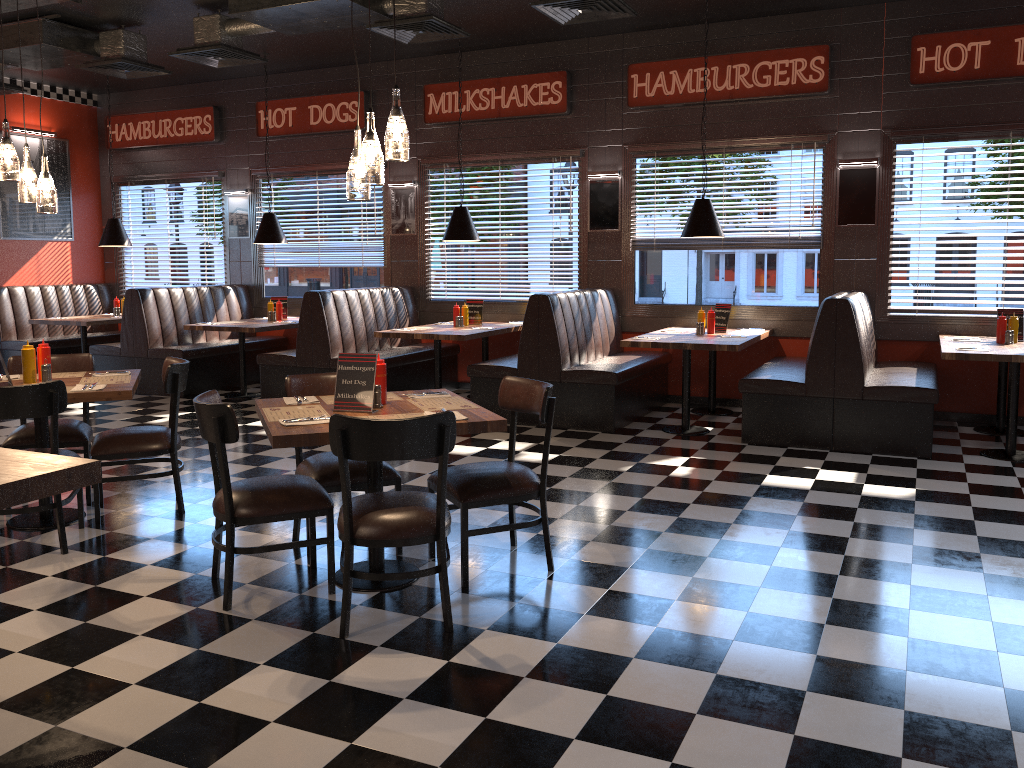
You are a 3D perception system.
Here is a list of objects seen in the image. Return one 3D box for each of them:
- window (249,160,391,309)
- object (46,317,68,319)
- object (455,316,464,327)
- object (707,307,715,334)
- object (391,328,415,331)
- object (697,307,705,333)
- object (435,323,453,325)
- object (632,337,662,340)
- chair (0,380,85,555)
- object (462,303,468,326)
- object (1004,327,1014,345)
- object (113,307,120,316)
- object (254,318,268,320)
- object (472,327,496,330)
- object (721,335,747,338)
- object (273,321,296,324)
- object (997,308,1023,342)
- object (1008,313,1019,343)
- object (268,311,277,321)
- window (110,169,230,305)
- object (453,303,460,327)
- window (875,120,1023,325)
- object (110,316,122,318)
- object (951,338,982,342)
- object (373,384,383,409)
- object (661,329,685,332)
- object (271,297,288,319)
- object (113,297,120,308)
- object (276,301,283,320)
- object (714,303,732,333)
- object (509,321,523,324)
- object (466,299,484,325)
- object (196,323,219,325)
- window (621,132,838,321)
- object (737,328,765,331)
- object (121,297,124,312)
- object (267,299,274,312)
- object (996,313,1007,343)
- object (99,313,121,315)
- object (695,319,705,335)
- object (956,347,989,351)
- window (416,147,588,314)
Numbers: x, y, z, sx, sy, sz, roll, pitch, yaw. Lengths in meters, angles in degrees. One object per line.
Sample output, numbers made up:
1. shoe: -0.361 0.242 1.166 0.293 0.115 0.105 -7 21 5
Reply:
1. window: -2.278 -1.751 10.572 2.028 1.707 0.128 3 6 25
2. object: -5.341 -0.779 10.429 0.255 0.019 0.158 4 9 25
3. object: -0.523 -0.634 8.814 0.094 0.135 0.047 -6 8 -40
4. object: 1.770 -0.565 7.872 0.068 0.237 0.068 1 6 12
5. object: -1.016 -0.520 8.441 0.255 0.019 0.158 4 9 26
6. object: 1.694 -0.572 7.927 0.068 0.237 0.068 1 6 12
7. object: -0.661 -0.626 9.175 0.255 0.019 0.158 3 9 21
8. object: 1.139 -0.383 7.392 0.255 0.019 0.158 5 9 31
9. chair: -2.471 0.397 4.479 0.486 0.863 0.547 -2 7 -17
10. object: -0.475 -0.704 8.939 0.068 0.237 0.068 -5 8 -41
11. object: 3.816 -0.371 6.796 0.094 0.135 0.047 -6 8 -40
12. object: -4.826 -0.895 10.816 0.047 0.135 0.094 2 7 25
13. object: -2.833 -0.748 10.120 0.255 0.019 0.158 3 9 24
14. object: -0.291 -0.543 8.576 0.255 0.019 0.158 3 9 24
15. object: 1.868 -0.408 7.545 0.255 0.019 0.158 3 9 21
16. object: -2.465 -0.665 9.519 0.255 0.019 0.158 3 9 21
17. object: 3.973 -0.471 7.063 0.188 0.256 0.072 2 6 20
18. object: 3.900 -0.437 6.893 0.068 0.237 0.068 2 6 23
19. object: -2.657 -0.763 9.807 0.093 0.135 0.047 -1 6 -5
20. window: -4.443 -1.883 11.579 2.028 1.707 0.128 3 6 25
21. object: -0.557 -0.697 8.894 0.068 0.237 0.068 -5 8 -41
22. window: 4.216 -1.358 7.552 2.028 1.707 0.128 3 6 25
23. object: -4.643 -0.792 10.495 0.255 0.019 0.158 3 9 23
24. object: 3.663 -0.355 7.105 0.255 0.019 0.158 2 8 19
25. object: -0.636 0.042 4.032 0.094 0.135 0.047 1 6 15
26. object: 1.506 -0.492 8.149 0.255 0.019 0.158 3 9 24
27. object: -2.655 -0.866 10.098 0.188 0.256 0.072 -1 6 -5
28. object: -4.875 -0.962 10.926 0.068 0.237 0.068 -1 6 -6
29. object: -2.609 -0.833 9.932 0.068 0.237 0.068 1 6 8
30. object: 1.902 -0.602 8.060 0.072 0.256 0.189 -4 8 -35
31. object: 0.069 -0.651 9.331 0.255 0.019 0.158 4 9 30
32. object: -0.391 -0.744 9.149 0.188 0.256 0.072 1 6 15
33. object: -3.200 -0.638 9.349 0.255 0.019 0.158 4 9 30
34. window: 2.051 -1.489 8.559 2.028 1.707 0.128 3 6 25
35. object: 2.215 -0.508 8.235 0.255 0.019 0.158 4 9 27
36. object: -4.781 -0.962 10.924 0.068 0.237 0.068 -1 6 -6
37. object: -2.694 -0.828 9.894 0.068 0.237 0.068 1 6 8
38. object: 3.807 -0.436 6.887 0.068 0.237 0.068 2 6 23
39. object: -5.017 -0.874 11.091 0.255 0.019 0.158 3 9 20
40. object: 1.657 -0.502 7.800 0.094 0.135 0.047 -6 8 -40
41. object: 3.350 -0.254 6.400 0.255 0.019 0.158 3 9 24
42. window: -0.114 -1.620 9.565 2.028 1.707 0.128 3 6 25
